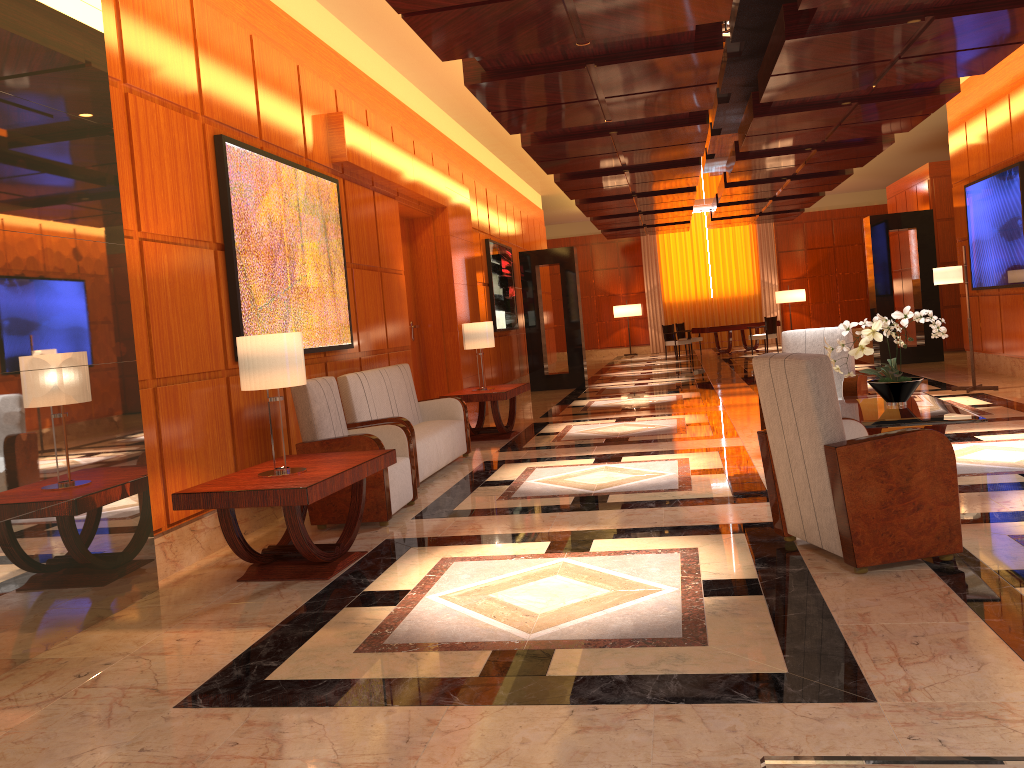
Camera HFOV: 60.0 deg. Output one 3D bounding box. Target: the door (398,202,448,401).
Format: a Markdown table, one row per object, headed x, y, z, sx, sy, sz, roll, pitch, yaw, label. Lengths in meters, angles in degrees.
| x | y | z | sx | sy | sz | roll | pitch | yaw | label |
| --- | --- | --- | --- | --- | --- | --- | --- | --- | --- |
| -1.172 | -0.697 | 10.319 | 0.340 | 2.648 | 1.503 | -5 | 2 | 11 | door |

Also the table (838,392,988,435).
| x | y | z | sx | sy | sz | roll | pitch | yaw | label |
| --- | --- | --- | --- | --- | --- | --- | --- | --- | --- |
| 2.375 | 0.392 | 5.543 | 0.722 | 0.495 | 1.563 | -4 | 4 | 14 | table |

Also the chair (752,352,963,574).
| x | y | z | sx | sy | sz | roll | pitch | yaw | label |
| --- | --- | --- | --- | --- | --- | --- | --- | --- | --- |
| 1.573 | 0.308 | 4.169 | 0.629 | 0.960 | 0.738 | -5 | 2 | -10 | chair |

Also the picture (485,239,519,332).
| x | y | z | sx | sy | sz | roll | pitch | yaw | label |
| --- | --- | --- | --- | --- | --- | --- | --- | --- | --- |
| -0.148 | -1.615 | 14.766 | 0.056 | 1.450 | 2.001 | -5 | 3 | 11 | picture |

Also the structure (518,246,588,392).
| x | y | z | sx | sy | sz | roll | pitch | yaw | label |
| --- | --- | --- | --- | --- | --- | --- | --- | --- | --- |
| 0.751 | -1.159 | 15.913 | 0.985 | 2.495 | 0.501 | -5 | 2 | 11 | structure |

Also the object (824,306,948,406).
| x | y | z | sx | sy | sz | roll | pitch | yaw | label |
| --- | --- | --- | --- | --- | --- | --- | --- | --- | --- |
| 2.403 | -0.176 | 5.634 | 0.789 | 0.616 | 0.418 | -6 | 2 | -12 | object |

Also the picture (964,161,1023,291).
| x | y | z | sx | sy | sz | roll | pitch | yaw | label |
| --- | --- | --- | --- | --- | --- | --- | --- | --- | --- |
| 6.143 | -1.936 | 11.253 | 0.056 | 1.450 | 2.001 | -5 | 3 | 11 | picture |

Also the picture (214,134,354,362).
| x | y | z | sx | sy | sz | roll | pitch | yaw | label |
| --- | --- | --- | --- | --- | --- | --- | --- | --- | --- |
| -1.632 | -0.948 | 6.646 | 0.056 | 1.450 | 2.001 | -5 | 3 | 11 | picture |

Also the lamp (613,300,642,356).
| x | y | z | sx | sy | sz | roll | pitch | yaw | label |
| --- | --- | --- | --- | --- | --- | --- | --- | --- | --- |
| 3.456 | -1.655 | 26.194 | 0.812 | 1.659 | 0.810 | -7 | 2 | -39 | lamp |

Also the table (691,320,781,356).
| x | y | z | sx | sy | sz | roll | pitch | yaw | label |
| --- | --- | --- | --- | --- | --- | --- | --- | --- | --- |
| 5.563 | -1.110 | 21.916 | 2.109 | 0.740 | 0.784 | -6 | 3 | -18 | table |

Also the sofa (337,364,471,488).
| x | y | z | sx | sy | sz | roll | pitch | yaw | label |
| --- | --- | --- | --- | --- | --- | --- | --- | --- | --- |
| -0.880 | 0.310 | 7.595 | 0.612 | 0.931 | 1.803 | -5 | 3 | 11 | sofa |

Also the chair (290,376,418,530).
| x | y | z | sx | sy | sz | roll | pitch | yaw | label |
| --- | --- | --- | --- | --- | --- | --- | --- | --- | --- |
| -1.060 | 0.420 | 5.985 | 0.628 | 0.960 | 0.739 | -5 | 2 | 10 | chair |

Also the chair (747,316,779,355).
| x | y | z | sx | sy | sz | roll | pitch | yaw | label |
| --- | --- | --- | --- | --- | --- | --- | --- | --- | --- |
| 5.999 | -1.150 | 20.997 | 0.586 | 0.893 | 0.576 | -7 | 3 | -36 | chair |

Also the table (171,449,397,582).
| x | y | z | sx | sy | sz | roll | pitch | yaw | label |
| --- | --- | --- | --- | --- | --- | --- | --- | --- | --- |
| -1.153 | 0.726 | 4.806 | 0.724 | 0.533 | 1.170 | -4 | 3 | 14 | table |

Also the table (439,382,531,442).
| x | y | z | sx | sy | sz | roll | pitch | yaw | label |
| --- | --- | --- | --- | --- | --- | --- | --- | --- | --- |
| -0.253 | 0.322 | 9.731 | 0.724 | 0.533 | 1.170 | -4 | 3 | 14 | table |

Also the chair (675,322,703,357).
| x | y | z | sx | sy | sz | roll | pitch | yaw | label |
| --- | --- | --- | --- | --- | --- | --- | --- | --- | --- |
| 4.601 | -1.170 | 23.163 | 0.576 | 0.893 | 0.586 | -3 | 3 | 39 | chair |

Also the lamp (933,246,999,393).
| x | y | z | sx | sy | sz | roll | pitch | yaw | label |
| --- | --- | --- | --- | --- | --- | --- | --- | --- | --- |
| 5.132 | -0.740 | 10.106 | 0.526 | 1.659 | 0.360 | -5 | 2 | 1 | lamp |

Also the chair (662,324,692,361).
| x | y | z | sx | sy | sz | roll | pitch | yaw | label |
| --- | --- | --- | --- | --- | --- | --- | --- | --- | --- |
| 4.068 | -1.048 | 22.025 | 0.586 | 0.893 | 0.576 | -7 | 3 | -41 | chair |

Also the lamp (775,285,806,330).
| x | y | z | sx | sy | sz | roll | pitch | yaw | label |
| --- | --- | --- | --- | --- | --- | --- | --- | --- | --- |
| 8.007 | -1.999 | 25.347 | 0.812 | 1.659 | 0.810 | -7 | 2 | -39 | lamp |

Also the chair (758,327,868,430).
| x | y | z | sx | sy | sz | roll | pitch | yaw | label |
| --- | --- | --- | --- | --- | --- | --- | --- | --- | --- |
| 2.401 | 0.045 | 7.045 | 0.737 | 0.960 | 0.630 | -4 | 3 | 29 | chair |

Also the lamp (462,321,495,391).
| x | y | z | sx | sy | sz | roll | pitch | yaw | label |
| --- | --- | --- | --- | --- | --- | --- | --- | --- | --- |
| 2.833 | -0.216 | 4.116 | 0.335 | 0.733 | 12.995 | -6 | 4 | -30 | lamp |

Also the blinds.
| x | y | z | sx | sy | sz | roll | pitch | yaw | label |
| --- | --- | --- | --- | --- | --- | --- | --- | --- | --- |
| 5.881 | -3.091 | 26.334 | 3.850 | 4.060 | 0.149 | -5 | 2 | 11 | blinds |
